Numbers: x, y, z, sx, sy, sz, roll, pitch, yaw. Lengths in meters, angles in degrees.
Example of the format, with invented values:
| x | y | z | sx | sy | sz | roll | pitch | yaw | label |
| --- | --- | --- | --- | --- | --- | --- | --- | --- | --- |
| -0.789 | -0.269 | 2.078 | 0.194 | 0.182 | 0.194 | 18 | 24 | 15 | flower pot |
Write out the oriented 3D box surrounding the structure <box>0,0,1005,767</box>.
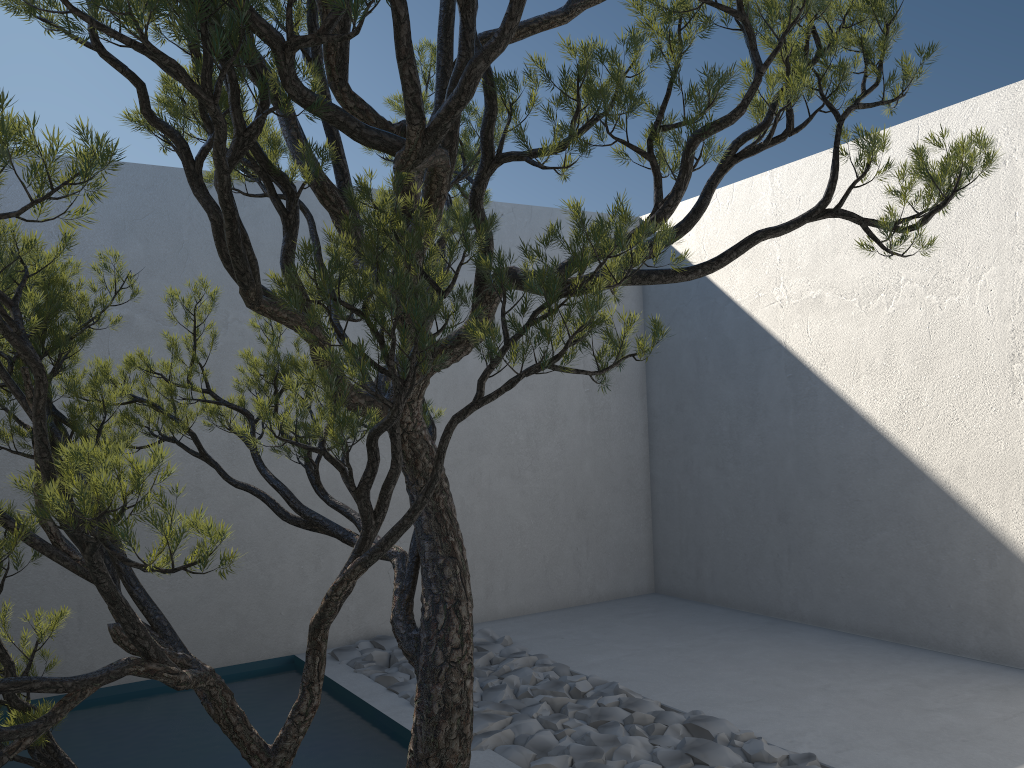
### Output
| x | y | z | sx | sy | sz | roll | pitch | yaw | label |
| --- | --- | --- | --- | --- | --- | --- | --- | --- | --- |
| -0.457 | -0.103 | 2.053 | 2.582 | 3.472 | 2.523 | -2 | 0 | -38 | structure |
